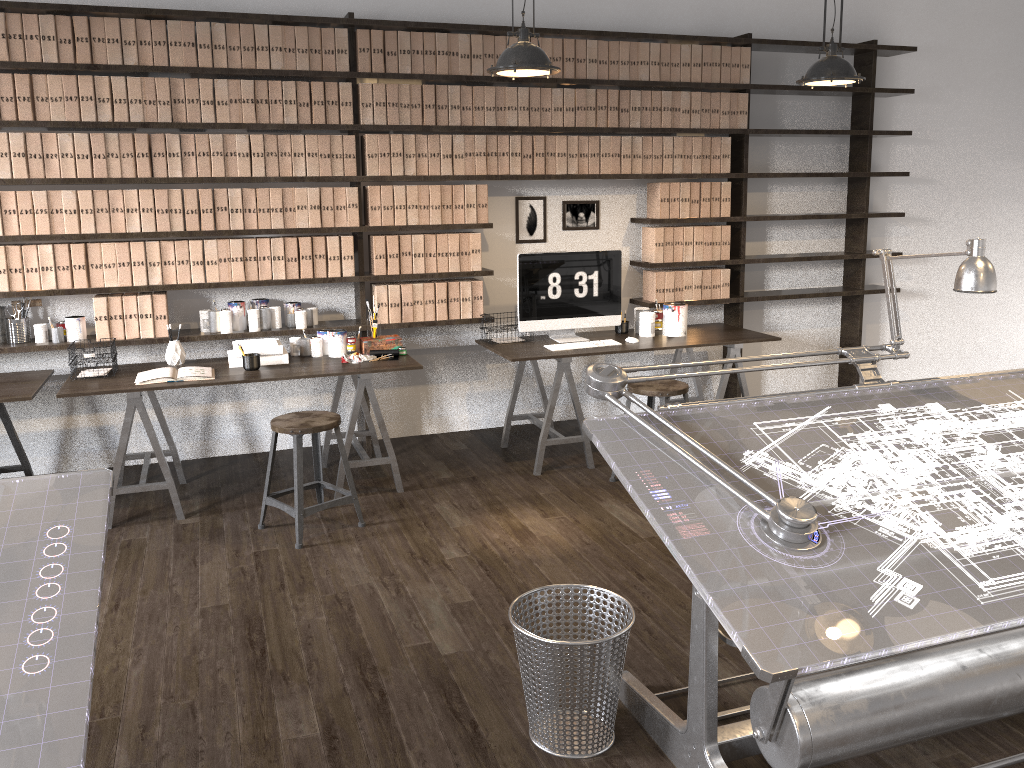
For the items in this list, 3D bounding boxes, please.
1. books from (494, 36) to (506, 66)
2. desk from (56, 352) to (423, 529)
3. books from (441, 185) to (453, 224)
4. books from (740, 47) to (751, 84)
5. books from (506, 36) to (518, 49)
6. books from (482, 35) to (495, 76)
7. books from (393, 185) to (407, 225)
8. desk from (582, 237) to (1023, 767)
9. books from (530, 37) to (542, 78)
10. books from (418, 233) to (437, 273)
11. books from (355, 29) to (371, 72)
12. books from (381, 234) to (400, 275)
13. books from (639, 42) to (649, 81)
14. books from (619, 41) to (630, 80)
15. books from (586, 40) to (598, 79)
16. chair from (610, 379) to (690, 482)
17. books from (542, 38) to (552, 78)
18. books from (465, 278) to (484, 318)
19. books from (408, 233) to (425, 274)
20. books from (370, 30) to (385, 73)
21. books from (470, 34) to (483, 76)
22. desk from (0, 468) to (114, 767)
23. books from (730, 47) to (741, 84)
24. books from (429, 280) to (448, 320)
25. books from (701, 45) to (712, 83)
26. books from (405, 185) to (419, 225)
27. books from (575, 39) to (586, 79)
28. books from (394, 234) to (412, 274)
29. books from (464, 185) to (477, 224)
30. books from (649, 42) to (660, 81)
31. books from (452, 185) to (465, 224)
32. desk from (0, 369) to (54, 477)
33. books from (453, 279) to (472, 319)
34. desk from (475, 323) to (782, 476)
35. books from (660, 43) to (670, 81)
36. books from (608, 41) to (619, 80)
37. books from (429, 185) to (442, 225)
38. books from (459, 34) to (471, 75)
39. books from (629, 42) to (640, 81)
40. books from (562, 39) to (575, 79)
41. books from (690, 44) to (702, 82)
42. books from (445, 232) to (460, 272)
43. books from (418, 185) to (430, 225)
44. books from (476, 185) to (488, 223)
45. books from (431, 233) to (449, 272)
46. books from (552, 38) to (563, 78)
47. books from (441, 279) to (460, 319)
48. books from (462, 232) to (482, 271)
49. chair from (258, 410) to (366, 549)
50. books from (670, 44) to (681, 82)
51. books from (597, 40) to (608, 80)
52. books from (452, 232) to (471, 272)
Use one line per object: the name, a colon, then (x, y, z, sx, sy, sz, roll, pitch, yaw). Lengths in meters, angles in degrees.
books: (-0.092, -1.865, 5.075, 0.067, 0.224, 0.176, -4, 11, -19)
desk: (-1.340, 0.240, 4.561, 1.670, 0.664, 0.661, -5, 12, -19)
books: (-0.398, -1.032, 5.102, 0.067, 0.224, 0.176, -4, 11, -19)
books: (1.426, -1.998, 5.591, 0.067, 0.224, 0.176, -4, 11, -19)
books: (-0.025, -1.870, 5.094, 0.067, 0.224, 0.176, -4, 11, -19)
books: (-0.157, -1.859, 5.050, 0.067, 0.224, 0.176, -4, 11, -19)
books: (-0.651, -1.009, 5.010, 0.067, 0.224, 0.176, -4, 11, -19)
desk: (1.277, 0.293, 2.500, 2.071, 1.375, 1.085, -5, 11, -19)
books: (0.113, -1.881, 5.137, 0.067, 0.224, 0.176, -4, 11, -19)
books: (-0.490, -0.755, 5.115, 0.067, 0.224, 0.176, -4, 11, -19)
books: (-0.820, -1.800, 4.825, 0.067, 0.223, 0.176, -4, 11, -19)
books: (-0.693, -0.736, 5.040, 0.067, 0.224, 0.176, -4, 11, -19)
books: (0.761, -1.939, 5.363, 0.067, 0.223, 0.176, -4, 11, -19)
books: (0.640, -1.928, 5.318, 0.067, 0.224, 0.176, -4, 11, -19)
books: (0.442, -1.911, 5.252, 0.067, 0.224, 0.176, -4, 11, -19)
chair: (0.766, 0.261, 4.681, 0.373, 0.523, 0.360, 8, 14, 38)
books: (0.171, -1.887, 5.162, 0.067, 0.223, 0.176, -4, 11, -19)
books: (-0.227, -0.507, 5.250, 0.067, 0.224, 0.176, -4, 11, -19)
books: (-0.555, -0.748, 5.088, 0.067, 0.224, 0.176, -4, 11, -19)
books: (-0.748, -1.805, 4.844, 0.067, 0.224, 0.176, -4, 11, -19)
books: (-0.222, -1.852, 5.024, 0.067, 0.224, 0.176, -4, 11, -19)
desk: (-1.888, 0.572, 1.416, 2.282, 1.375, 1.085, -5, 11, -19)
books: (1.359, -1.993, 5.572, 0.067, 0.224, 0.176, -4, 11, -19)
books: (-0.430, -0.488, 5.175, 0.067, 0.224, 0.176, -4, 11, -19)
books: (1.166, -1.974, 5.498, 0.067, 0.224, 0.176, -4, 11, -19)
books: (-0.583, -1.015, 5.036, 0.067, 0.223, 0.176, -4, 11, -19)
books: (0.373, -1.906, 5.234, 0.067, 0.224, 0.176, -4, 11, -19)
books: (-0.624, -0.743, 5.069, 0.067, 0.224, 0.176, -4, 11, -19)
books: (-0.262, -1.043, 5.144, 0.067, 0.224, 0.176, -4, 11, -19)
books: (0.830, -1.945, 5.385, 0.067, 0.224, 0.176, -4, 11, -19)
books: (-0.331, -1.038, 5.125, 0.067, 0.224, 0.176, -4, 11, -19)
desk: (-3.006, 0.387, 3.990, 1.670, 0.664, 0.661, -5, 12, -19)
books: (-0.292, -0.500, 5.223, 0.067, 0.224, 0.176, -4, 11, -19)
desk: (0.681, 0.062, 5.253, 1.670, 0.664, 0.661, -5, 12, -19)
books: (0.895, -1.951, 5.411, 0.067, 0.224, 0.176, -4, 11, -19)
books: (0.574, -1.923, 5.302, 0.067, 0.224, 0.176, -4, 11, -19)
books: (-0.459, -1.025, 5.075, 0.067, 0.224, 0.176, -4, 11, -19)
books: (-0.291, -1.846, 5.002, 0.067, 0.223, 0.176, -4, 11, -19)
books: (0.701, -1.934, 5.344, 0.067, 0.223, 0.176, -4, 11, -19)
books: (0.304, -1.898, 5.204, 0.067, 0.224, 0.176, -4, 11, -19)
books: (1.097, -1.968, 5.474, 0.067, 0.224, 0.176, -4, 11, -19)
books: (-0.357, -0.765, 5.154, 0.067, 0.224, 0.176, -4, 11, -19)
books: (-0.524, -1.021, 5.057, 0.067, 0.223, 0.176, -4, 11, -19)
books: (-0.197, -1.050, 5.171, 0.067, 0.224, 0.176, -4, 11, -19)
books: (-0.423, -0.761, 5.138, 0.067, 0.224, 0.176, -4, 11, -19)
books: (0.232, -1.893, 5.185, 0.067, 0.223, 0.176, -4, 11, -19)
books: (-0.361, -0.495, 5.204, 0.067, 0.224, 0.176, -4, 11, -19)
books: (-0.236, -0.776, 5.199, 0.067, 0.223, 0.176, -4, 11, -19)
chair: (-0.935, 0.417, 4.071, 0.360, 0.523, 0.373, 9, 15, 43)
books: (0.961, -1.958, 5.435, 0.067, 0.224, 0.176, -4, 11, -19)
books: (0.507, -1.917, 5.279, 0.067, 0.224, 0.176, -4, 11, -19)
books: (-0.296, -0.772, 5.180, 0.067, 0.223, 0.176, -4, 11, -19)
